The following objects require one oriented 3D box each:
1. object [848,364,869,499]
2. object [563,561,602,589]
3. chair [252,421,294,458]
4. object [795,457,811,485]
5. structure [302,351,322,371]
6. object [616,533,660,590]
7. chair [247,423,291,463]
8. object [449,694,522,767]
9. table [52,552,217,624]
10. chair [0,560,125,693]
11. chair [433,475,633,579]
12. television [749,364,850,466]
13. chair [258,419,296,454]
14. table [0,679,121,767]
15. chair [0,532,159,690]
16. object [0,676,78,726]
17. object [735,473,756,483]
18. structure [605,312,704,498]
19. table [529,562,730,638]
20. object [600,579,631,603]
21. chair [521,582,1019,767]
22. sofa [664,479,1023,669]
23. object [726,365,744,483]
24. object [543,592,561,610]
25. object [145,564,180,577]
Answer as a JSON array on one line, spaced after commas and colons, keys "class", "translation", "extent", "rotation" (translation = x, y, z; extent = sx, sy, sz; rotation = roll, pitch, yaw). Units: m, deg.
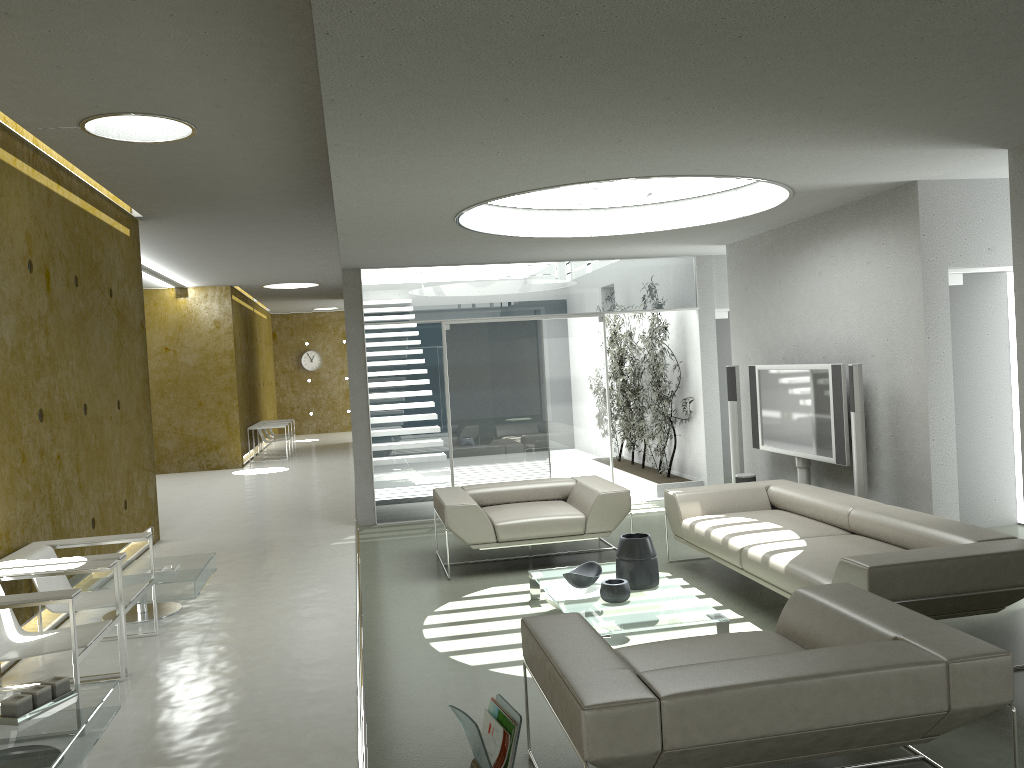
[{"class": "object", "translation": [2.515, 0.588, 6.401], "extent": [0.310, 1.469, 0.310], "rotation": [-4, 2, -33]}, {"class": "object", "translation": [0.441, 1.204, 5.534], "extent": [0.223, 0.125, 0.317], "rotation": [-3, 2, 27]}, {"class": "chair", "translation": [-4.890, 1.134, 18.185], "extent": [0.710, 0.667, 0.800], "rotation": [-4, 1, -10]}, {"class": "object", "translation": [2.415, 0.959, 7.497], "extent": [0.323, 0.689, 0.882], "rotation": [-4, 1, -10]}, {"class": "structure", "translation": [-5.391, -0.625, 23.889], "extent": [0.547, 0.539, 0.016], "rotation": [-4, 1, -10]}, {"class": "object", "translation": [0.772, 1.092, 5.489], "extent": [0.265, 0.309, 0.265], "rotation": [-4, 2, -27]}, {"class": "chair", "translation": [-4.739, 1.146, 17.342], "extent": [0.710, 0.667, 0.800], "rotation": [-4, 1, -10]}, {"class": "object", "translation": [-0.100, 1.404, 3.446], "extent": [0.216, 0.288, 0.329], "rotation": [-4, 1, -20]}, {"class": "table", "translation": [-2.628, 1.476, 6.286], "extent": [0.900, 0.300, 0.900], "rotation": [-4, 1, -10]}, {"class": "chair", "translation": [-2.431, 1.326, 4.433], "extent": [0.710, 0.667, 0.800], "rotation": [-4, 1, -10]}, {"class": "chair", "translation": [0.139, 1.148, 7.343], "extent": [1.481, 0.583, 1.039], "rotation": [-4, 1, -10]}, {"class": "television", "translation": [2.425, 0.222, 7.489], "extent": [0.127, 0.781, 1.603], "rotation": [-4, 1, -10]}, {"class": "chair", "translation": [-5.040, 1.122, 19.028], "extent": [0.710, 0.667, 0.800], "rotation": [-4, 1, -10]}, {"class": "table", "translation": [-2.127, 1.515, 3.482], "extent": [0.900, 0.300, 0.900], "rotation": [-4, 1, -10]}, {"class": "chair", "translation": [-2.582, 1.314, 5.276], "extent": [0.710, 0.667, 0.800], "rotation": [-4, 1, -10]}, {"class": "object", "translation": [-1.973, 1.302, 3.682], "extent": [0.118, 0.097, 0.326], "rotation": [-3, 1, 15]}, {"class": "object", "translation": [2.173, 1.069, 8.226], "extent": [0.175, 0.461, 0.185], "rotation": [-4, 1, -16]}, {"class": "structure", "translation": [1.525, -0.042, 11.629], "extent": [0.646, 2.589, 3.371], "rotation": [-4, 1, -11]}, {"class": "table", "translation": [0.638, 1.358, 5.382], "extent": [0.790, 0.200, 1.500], "rotation": [-4, 1, -10]}, {"class": "object", "translation": [0.601, 1.209, 5.172], "extent": [0.177, 0.113, 0.177], "rotation": [-4, 2, -29]}, {"class": "chair", "translation": [0.860, 1.204, 3.308], "extent": [1.481, 0.583, 1.039], "rotation": [-4, 1, -10]}, {"class": "sofa", "translation": [1.923, 1.084, 5.604], "extent": [1.037, 0.585, 2.791], "rotation": [-4, 1, -10]}, {"class": "object", "translation": [2.187, 0.554, 8.616], "extent": [0.310, 1.469, 0.310], "rotation": [-3, 1, 17]}, {"class": "object", "translation": [0.397, 1.403, 5.680], "extent": [0.387, 0.124, 0.387], "rotation": [-4, 2, -38]}, {"class": "object", "translation": [-2.434, 1.302, 6.186], "extent": [0.197, 0.029, 0.189], "rotation": [-4, 1, -10]}]
